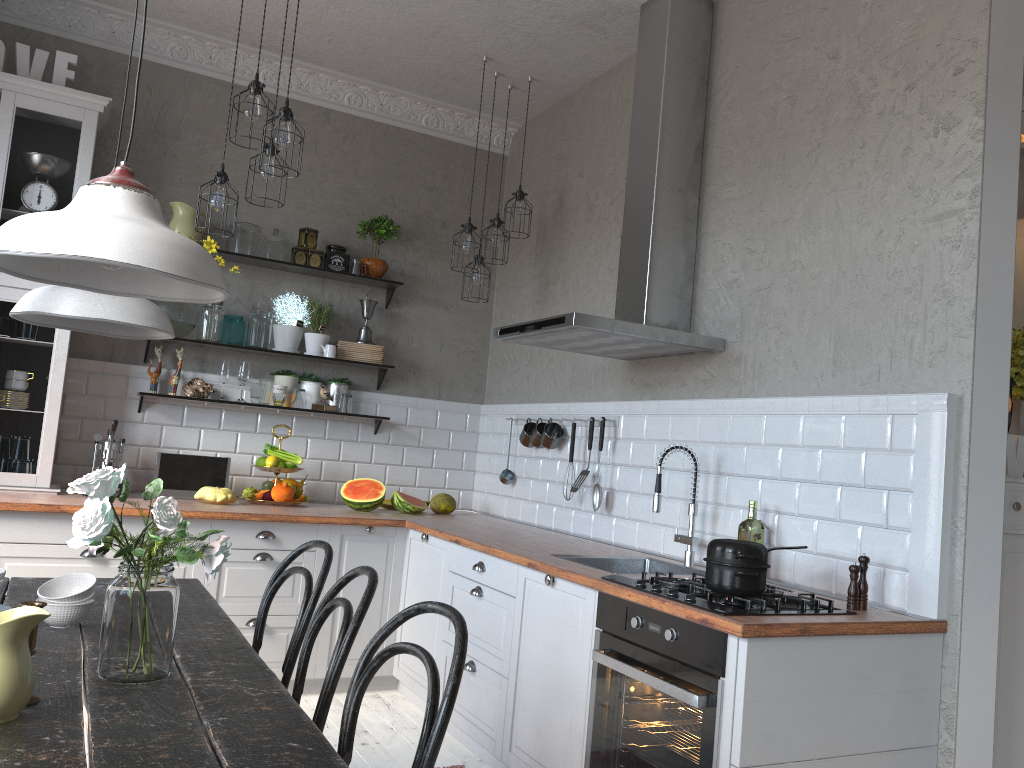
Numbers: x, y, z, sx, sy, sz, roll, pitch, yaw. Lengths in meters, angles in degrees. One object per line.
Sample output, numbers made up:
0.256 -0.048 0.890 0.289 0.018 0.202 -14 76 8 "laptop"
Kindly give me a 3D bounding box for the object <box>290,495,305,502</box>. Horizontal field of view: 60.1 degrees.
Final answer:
-1.140 0.607 4.677 0.088 0.051 0.069 3 -5 20 "object"

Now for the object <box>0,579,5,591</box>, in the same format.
-1.234 0.481 1.963 0.183 0.094 0.176 8 -6 -36 "object"

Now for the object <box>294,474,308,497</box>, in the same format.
-1.145 0.545 4.757 0.061 0.120 0.125 5 -5 -3 "object"

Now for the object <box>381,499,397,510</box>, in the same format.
-0.686 0.681 5.035 0.202 0.067 0.101 7 -5 -21 "object"

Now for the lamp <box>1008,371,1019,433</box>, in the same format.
1.582 0.149 3.051 0.456 0.558 0.169 7 -5 -20 "lamp"

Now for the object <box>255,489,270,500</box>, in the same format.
-1.312 0.580 4.631 0.085 0.057 0.088 5 -5 5 "object"

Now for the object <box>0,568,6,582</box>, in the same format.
-1.232 0.460 1.964 0.183 0.094 0.176 8 -6 -36 "object"

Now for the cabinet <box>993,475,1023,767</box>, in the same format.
1.637 0.962 2.945 0.678 1.297 0.377 8 -5 -27 "cabinet"

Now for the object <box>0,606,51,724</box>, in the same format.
-0.853 0.453 1.435 0.133 0.170 0.152 3 -5 24 "object"

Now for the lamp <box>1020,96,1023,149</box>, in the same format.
1.760 -0.937 3.237 0.423 0.171 0.215 7 -5 -27 "lamp"

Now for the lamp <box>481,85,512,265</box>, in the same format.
-0.024 -1.542 5.015 0.145 1.735 0.148 4 -5 15 "lamp"

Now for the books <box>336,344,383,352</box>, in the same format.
-0.885 -0.202 5.128 0.264 0.016 0.156 6 -5 -15 "books"

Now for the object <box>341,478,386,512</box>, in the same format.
-0.797 0.594 4.734 0.237 0.174 0.216 6 -5 -5 "object"

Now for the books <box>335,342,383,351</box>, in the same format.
-0.884 -0.213 5.129 0.264 0.016 0.155 7 -5 -19 "books"

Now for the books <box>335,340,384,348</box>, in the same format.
-0.883 -0.224 5.130 0.265 0.011 0.155 7 -5 -22 "books"

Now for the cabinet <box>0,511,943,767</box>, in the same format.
-0.590 1.039 3.622 4.142 0.854 2.012 4 -5 18 "cabinet"

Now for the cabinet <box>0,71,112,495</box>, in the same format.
-2.480 -0.460 4.127 0.895 1.921 0.381 8 -5 -27 "cabinet"

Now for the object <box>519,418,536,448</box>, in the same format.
0.104 0.264 4.792 0.109 0.161 0.135 6 -5 -15 "object"

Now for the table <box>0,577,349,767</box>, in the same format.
-1.050 0.923 1.849 0.921 0.735 1.885 7 -5 -27 "table"

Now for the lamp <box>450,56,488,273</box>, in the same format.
-0.167 -1.452 4.668 0.146 1.735 0.147 5 -5 5 "lamp"

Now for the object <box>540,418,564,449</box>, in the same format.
0.209 0.255 4.563 0.109 0.161 0.135 6 -5 -10 "object"

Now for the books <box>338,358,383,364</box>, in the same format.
-0.892 -0.127 5.122 0.265 0.011 0.155 7 -5 -25 "books"

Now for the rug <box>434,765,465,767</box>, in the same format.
-0.218 1.426 2.740 0.749 0.014 1.266 7 -5 -27 "rug"

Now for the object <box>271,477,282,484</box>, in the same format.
-1.262 0.546 4.750 0.087 0.093 0.085 8 -5 -31 "object"

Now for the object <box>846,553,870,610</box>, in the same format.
1.034 0.588 2.645 0.074 0.167 0.035 8 -5 -27 "object"

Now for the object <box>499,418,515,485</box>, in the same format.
-0.015 0.380 5.014 0.078 0.379 0.081 8 -5 -27 "object"

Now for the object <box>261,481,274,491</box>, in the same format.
-1.294 0.553 4.741 0.079 0.076 0.154 5 -5 0 "object"

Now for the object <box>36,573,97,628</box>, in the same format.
-1.059 0.514 2.102 0.126 0.119 0.126 6 -5 -11 "object"

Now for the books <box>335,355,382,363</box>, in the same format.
-0.891 -0.138 5.123 0.265 0.011 0.155 7 -5 -22 "books"

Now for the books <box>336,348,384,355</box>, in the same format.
-0.887 -0.181 5.126 0.265 0.011 0.155 7 -5 -25 "books"

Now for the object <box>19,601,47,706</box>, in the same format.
-0.840 0.464 1.534 0.060 0.167 0.058 6 -5 -14 "object"

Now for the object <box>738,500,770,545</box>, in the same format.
0.861 0.557 3.145 0.091 0.282 0.080 8 -5 -27 "object"

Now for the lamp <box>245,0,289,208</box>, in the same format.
-0.932 -1.600 3.688 0.150 1.735 0.143 9 -6 -40 "lamp"

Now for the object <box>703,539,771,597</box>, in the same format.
0.641 0.523 2.529 0.189 0.147 0.194 1 -6 42 "object"

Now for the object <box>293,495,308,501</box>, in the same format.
-1.208 0.600 4.776 0.215 0.044 0.054 4 -5 10 "object"

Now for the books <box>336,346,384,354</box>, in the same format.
-0.886 -0.192 5.127 0.265 0.011 0.155 7 -5 -22 "books"

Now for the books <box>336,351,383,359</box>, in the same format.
-0.889 -0.159 5.125 0.264 0.016 0.155 7 -5 -19 "books"

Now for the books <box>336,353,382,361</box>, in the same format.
-0.890 -0.149 5.124 0.264 0.016 0.156 6 -5 -15 "books"

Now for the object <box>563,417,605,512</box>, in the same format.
0.339 0.374 4.218 0.082 0.443 0.323 8 -5 -26 "object"

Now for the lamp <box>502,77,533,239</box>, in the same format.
0.100 -1.670 4.896 0.144 1.735 0.149 2 -6 35 "lamp"

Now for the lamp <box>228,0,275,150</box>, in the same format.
-0.944 -1.796 3.516 0.150 1.735 0.143 9 -6 -40 "lamp"

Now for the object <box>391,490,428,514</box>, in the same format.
-0.546 0.646 4.810 0.229 0.127 0.145 10 -6 -44 "object"

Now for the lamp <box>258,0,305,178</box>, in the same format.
-0.800 -1.661 3.411 0.145 1.735 0.148 4 -5 20 "lamp"

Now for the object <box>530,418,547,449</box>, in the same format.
0.161 0.260 4.679 0.110 0.161 0.134 7 -5 -25 "object"

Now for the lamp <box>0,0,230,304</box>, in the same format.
-0.590 -1.090 1.559 0.376 1.859 0.382 4 -5 10 "lamp"

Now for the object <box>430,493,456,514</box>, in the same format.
-0.391 0.680 5.030 0.130 0.119 0.207 3 -5 26 "object"

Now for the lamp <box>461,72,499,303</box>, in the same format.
-0.122 -1.311 4.836 0.144 1.735 0.149 2 -6 35 "lamp"

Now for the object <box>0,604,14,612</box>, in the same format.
-1.237 0.516 1.960 0.238 0.027 0.236 5 -5 -4 "object"

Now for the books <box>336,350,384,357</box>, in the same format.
-0.888 -0.170 5.125 0.265 0.011 0.155 7 -5 -22 "books"

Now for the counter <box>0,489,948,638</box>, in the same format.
-0.892 0.574 3.313 3.217 0.039 3.329 7 -5 -27 "counter"

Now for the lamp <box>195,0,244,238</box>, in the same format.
-1.105 -1.462 3.595 0.144 1.735 0.149 3 -5 30 "lamp"

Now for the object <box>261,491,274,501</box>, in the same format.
-1.306 0.591 4.651 0.224 0.076 0.071 0 -7 45 "object"

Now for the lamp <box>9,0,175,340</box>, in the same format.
-0.984 -1.062 2.344 0.384 1.859 0.374 7 -5 -20 "lamp"

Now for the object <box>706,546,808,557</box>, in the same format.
0.780 0.569 2.856 0.302 0.134 0.175 4 -5 7 "object"

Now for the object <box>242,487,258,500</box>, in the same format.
-1.363 0.573 4.644 0.076 0.072 0.152 5 -5 3 "object"

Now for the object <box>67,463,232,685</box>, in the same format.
-0.717 0.366 1.737 0.317 0.414 0.247 8 -5 -29 "object"

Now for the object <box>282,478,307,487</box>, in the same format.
-1.172 0.536 4.751 0.129 0.056 0.058 8 -6 -35 "object"

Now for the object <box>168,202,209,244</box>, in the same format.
-1.706 -0.826 4.645 0.193 0.216 0.171 6 -5 -13 "object"

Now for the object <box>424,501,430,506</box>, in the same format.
-0.537 0.689 5.007 0.118 0.073 0.203 3 -5 26 "object"

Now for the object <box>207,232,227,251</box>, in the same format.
-1.593 -0.752 4.767 0.105 0.111 0.101 8 -5 -27 "object"
